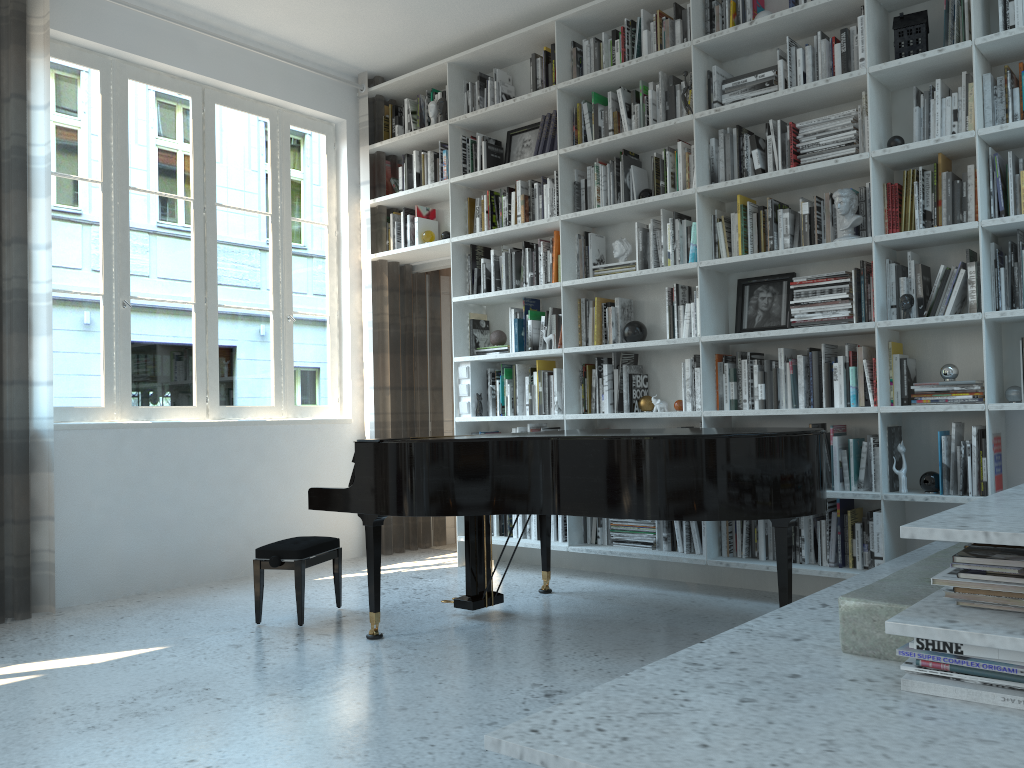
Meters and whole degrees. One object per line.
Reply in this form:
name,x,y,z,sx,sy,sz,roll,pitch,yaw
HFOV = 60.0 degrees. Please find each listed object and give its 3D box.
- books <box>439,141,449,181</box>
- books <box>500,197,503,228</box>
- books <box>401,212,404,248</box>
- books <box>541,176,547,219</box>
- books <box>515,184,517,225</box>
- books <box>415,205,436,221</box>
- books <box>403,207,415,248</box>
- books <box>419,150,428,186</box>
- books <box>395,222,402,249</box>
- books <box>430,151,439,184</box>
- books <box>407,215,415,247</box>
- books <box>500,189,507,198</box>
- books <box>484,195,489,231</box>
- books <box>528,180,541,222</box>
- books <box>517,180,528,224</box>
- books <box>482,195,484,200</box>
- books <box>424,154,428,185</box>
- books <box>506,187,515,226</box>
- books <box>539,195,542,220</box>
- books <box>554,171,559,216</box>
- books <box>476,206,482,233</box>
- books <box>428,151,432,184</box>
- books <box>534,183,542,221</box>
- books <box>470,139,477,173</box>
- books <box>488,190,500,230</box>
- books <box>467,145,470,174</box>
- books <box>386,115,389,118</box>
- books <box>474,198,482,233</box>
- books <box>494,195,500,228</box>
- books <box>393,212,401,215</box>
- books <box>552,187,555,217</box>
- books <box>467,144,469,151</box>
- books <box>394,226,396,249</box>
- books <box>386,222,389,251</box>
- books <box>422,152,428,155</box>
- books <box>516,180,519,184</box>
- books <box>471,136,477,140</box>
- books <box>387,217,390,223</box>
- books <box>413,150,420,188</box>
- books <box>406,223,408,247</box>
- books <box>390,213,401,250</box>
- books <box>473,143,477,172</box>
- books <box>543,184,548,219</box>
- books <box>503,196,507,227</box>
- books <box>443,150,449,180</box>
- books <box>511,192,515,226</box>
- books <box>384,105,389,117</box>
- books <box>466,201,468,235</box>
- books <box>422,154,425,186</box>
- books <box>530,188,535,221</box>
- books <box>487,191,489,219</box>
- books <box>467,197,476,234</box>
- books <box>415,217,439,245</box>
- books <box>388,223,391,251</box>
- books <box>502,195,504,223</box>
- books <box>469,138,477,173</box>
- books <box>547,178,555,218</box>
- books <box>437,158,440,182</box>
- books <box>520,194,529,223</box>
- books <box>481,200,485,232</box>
books,-0.402,-1.404,5.738,0.012,0.303,0.189,-3,-2,40
books,-0.015,-1.015,5.412,0.014,0.218,0.164,-3,-2,40
books,-0.682,-1.010,5.985,0.022,0.281,0.156,-3,-2,40
books,0.235,-1.061,5.202,0.012,0.280,0.188,-3,-2,40
books,0.084,-1.048,5.321,0.023,0.271,0.187,-3,-2,40
books,-0.571,-1.025,5.885,0.013,0.298,0.179,-3,-2,40
books,-0.656,-1.020,5.935,0.013,0.297,0.187,-3,-2,40
books,-0.544,-1.389,5.870,0.037,0.291,0.155,-3,-2,40
books,-0.721,-0.977,6.007,0.010,0.220,0.181,-3,-2,40
books,-0.462,-1.374,5.786,0.030,0.251,0.165,-3,-2,40
books,-0.619,-0.992,5.898,0.021,0.237,0.188,-3,-2,40
books,-0.018,-1.044,5.431,0.012,0.277,0.150,-3,-2,40
books,-0.103,-1.028,5.488,0.014,0.252,0.187,-3,-2,40
books,0.159,-1.059,5.281,0.025,0.286,0.161,-3,-2,40
books,0.101,-1.056,5.300,0.030,0.285,0.185,-3,-2,40
books,-0.132,-1.031,5.520,0.010,0.262,0.151,-3,-2,40
books,-0.508,-1.368,5.828,0.021,0.244,0.173,-3,-2,40
books,0.031,-1.045,5.380,0.014,0.272,0.180,-3,-2,40
books,0.211,-1.011,5.239,0.022,0.186,0.136,-3,-2,40
books,0.306,-1.070,5.127,0.012,0.291,0.182,-3,-2,40
books,-0.156,-0.997,5.518,0.026,0.195,0.175,-3,-2,40
books,-0.483,-1.378,5.805,0.025,0.261,0.167,-3,-2,40
books,0.192,-1.048,5.258,0.029,0.260,0.157,-3,-2,40
books,-0.195,-1.387,5.549,0.004,0.246,0.189,-3,-2,40
books,-0.084,-1.042,5.462,0.011,0.277,0.164,-3,-2,40
books,-0.214,-1.370,5.562,0.004,0.214,0.186,-3,-2,40
books,-0.807,-1.716,6.109,0.011,0.241,0.151,-3,-2,40
books,-0.175,-1.026,5.566,0.062,0.258,0.153,-3,-2,40
books,-0.050,-1.029,5.457,0.047,0.249,0.134,-3,-2,40
books,-0.755,-1.015,6.067,0.013,0.302,0.135,-3,-2,40
books,0.291,-1.026,5.165,0.013,0.206,0.172,-3,-2,40
books,-0.212,-1.377,5.574,0.009,0.228,0.184,-3,-2,40
books,-0.730,-0.965,6.026,0.029,0.197,0.160,-3,-2,40
books,-0.790,-0.977,6.064,0.013,0.228,0.179,-3,-2,40
books,-0.530,-1.379,5.847,0.013,0.268,0.162,-3,-2,40
books,0.081,-1.063,5.347,0.014,0.304,0.151,-3,-2,40
books,-0.208,-1.406,5.592,0.006,0.289,0.144,-3,-2,40
books,-0.807,-0.999,6.065,0.011,0.272,0.188,-3,-2,40
books,-0.579,-1.385,5.873,0.021,0.286,0.179,-3,-2,40
books,-0.632,-0.968,5.933,0.024,0.193,0.181,-3,-2,40
books,-0.756,-1.006,6.037,0.023,0.281,0.170,-3,-2,40
books,-0.175,-1.374,5.538,0.018,0.218,0.186,-3,-2,40
books,0.249,-1.037,5.184,0.030,0.230,0.172,-3,-2,40
books,0.011,-1.017,5.390,0.031,0.217,0.173,-3,-2,40
books,-0.365,-1.369,5.699,0.029,0.229,0.191,-3,-2,40
books,0.057,-1.029,5.364,0.047,0.238,0.162,-3,-2,40
books,-0.825,-1.749,6.108,0.012,0.307,0.180,-3,-2,40
books,-0.228,-1.021,5.612,0.012,0.254,0.161,-3,-2,40
books,-0.521,-1.370,5.838,0.012,0.249,0.192,-3,-2,40
books,0.167,-1.033,5.260,0.013,0.232,0.171,-3,-2,40
books,-0.089,-1.043,5.481,0.020,0.281,0.164,-3,-2,40
books,-0.213,-1.027,5.578,0.012,0.263,0.180,-3,-2,40
books,-0.562,-0.982,5.860,0.029,0.211,0.187,-3,-2,40
books,-0.779,-0.975,6.057,0.013,0.222,0.162,-3,-2,40
books,-0.001,-1.021,5.409,0.011,0.229,0.170,-3,-2,40
books,-0.200,-1.393,5.569,0.009,0.260,0.184,-3,-2,40
books,0.269,-1.054,5.167,0.022,0.263,0.174,-3,-2,40
books,-0.427,-1.356,5.781,0.028,0.212,0.138,-3,-2,40
books,0.122,-1.013,5.277,0.029,0.195,0.192,-3,-2,40
books,-0.119,-1.015,5.503,0.030,0.230,0.172,-3,-2,40
